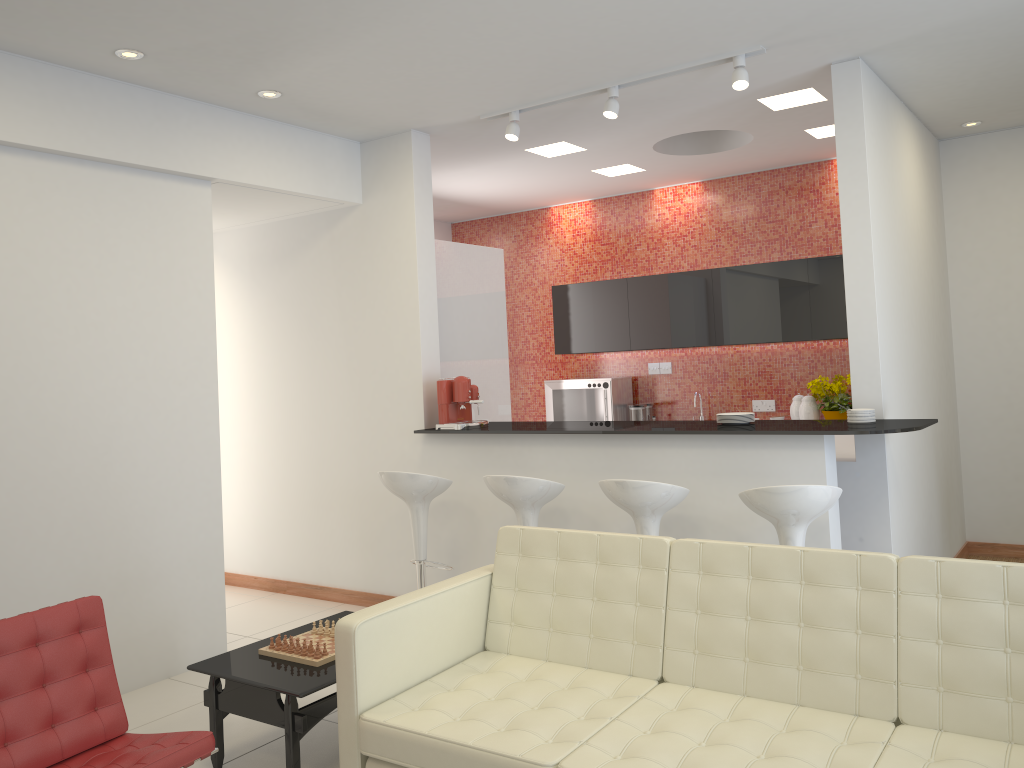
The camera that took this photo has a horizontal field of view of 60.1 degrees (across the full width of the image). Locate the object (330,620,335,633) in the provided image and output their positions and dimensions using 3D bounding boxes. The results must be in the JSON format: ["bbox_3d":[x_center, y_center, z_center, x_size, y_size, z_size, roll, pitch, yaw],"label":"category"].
[{"bbox_3d":[-0.799,1.085,3.961,0.030,0.055,0.030,-4,-2,42],"label":"object"}]

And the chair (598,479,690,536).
[{"bbox_3d":[0.696,0.966,4.468,0.465,1.023,0.456,-1,-2,-44],"label":"chair"}]

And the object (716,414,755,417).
[{"bbox_3d":[1.257,0.181,4.977,0.210,0.015,0.210,-3,1,-11],"label":"object"}]

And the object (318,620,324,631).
[{"bbox_3d":[-0.864,1.093,4.006,0.030,0.044,0.030,-4,-2,42],"label":"object"}]

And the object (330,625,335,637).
[{"bbox_3d":[-0.789,1.088,3.905,0.030,0.050,0.030,-4,-2,42],"label":"object"}]

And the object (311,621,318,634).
[{"bbox_3d":[-0.887,1.091,3.973,0.030,0.050,0.030,-4,-2,42],"label":"object"}]

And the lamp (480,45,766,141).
[{"bbox_3d":[0.565,-1.637,5.136,1.819,0.200,0.112,-2,-1,35],"label":"lamp"}]

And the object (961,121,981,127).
[{"bbox_3d":[3.341,-1.889,6.438,0.129,0.010,0.129,-3,1,-10],"label":"object"}]

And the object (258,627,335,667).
[{"bbox_3d":[-0.828,1.126,3.810,0.359,0.021,0.360,-2,1,35],"label":"object"}]

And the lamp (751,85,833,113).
[{"bbox_3d":[1.780,-1.820,5.619,0.408,0.034,0.409,-2,1,35],"label":"lamp"}]

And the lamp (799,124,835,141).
[{"bbox_3d":[2.347,-1.862,6.438,0.408,0.034,0.409,-2,1,35],"label":"lamp"}]

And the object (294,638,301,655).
[{"bbox_3d":[-0.893,1.090,3.685,0.030,0.064,0.030,-4,-2,42],"label":"object"}]

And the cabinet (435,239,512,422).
[{"bbox_3d":[-0.978,0.249,6.934,1.634,2.529,1.057,-4,-2,35],"label":"cabinet"}]

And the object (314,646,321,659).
[{"bbox_3d":[-0.794,1.096,3.617,0.030,0.044,0.030,-4,-2,42],"label":"object"}]

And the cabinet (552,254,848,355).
[{"bbox_3d":[1.823,-0.665,7.700,3.237,0.661,0.352,-2,-1,35],"label":"cabinet"}]

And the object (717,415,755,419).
[{"bbox_3d":[1.257,0.188,4.977,0.210,0.015,0.210,-3,1,-11],"label":"object"}]

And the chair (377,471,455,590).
[{"bbox_3d":[-0.555,1.010,5.335,0.465,1.023,0.456,-1,-2,-44],"label":"chair"}]

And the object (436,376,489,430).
[{"bbox_3d":[-0.274,0.114,5.683,0.320,0.337,0.321,-3,-1,35],"label":"object"}]

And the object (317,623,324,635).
[{"bbox_3d":[-0.854,1.090,3.950,0.030,0.050,0.030,-4,-2,42],"label":"object"}]

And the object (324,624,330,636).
[{"bbox_3d":[-0.822,1.089,3.928,0.030,0.050,0.030,-4,-2,42],"label":"object"}]

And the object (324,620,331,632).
[{"bbox_3d":[-0.832,1.087,3.983,0.030,0.052,0.030,-4,-2,27],"label":"object"}]

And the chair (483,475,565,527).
[{"bbox_3d":[0.096,0.987,4.884,0.465,1.023,0.456,-1,-2,-44],"label":"chair"}]

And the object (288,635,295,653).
[{"bbox_3d":[-0.926,1.088,3.708,0.030,0.069,0.030,-4,-2,42],"label":"object"}]

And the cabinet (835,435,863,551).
[{"bbox_3d":[1.254,0.914,6.791,3.329,0.986,2.496,-2,1,35],"label":"cabinet"}]

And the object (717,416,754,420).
[{"bbox_3d":[1.257,0.195,4.977,0.210,0.015,0.210,-3,1,-11],"label":"object"}]

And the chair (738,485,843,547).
[{"bbox_3d":[1.299,0.944,4.054,0.456,1.023,0.464,-3,-2,21],"label":"chair"}]

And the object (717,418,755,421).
[{"bbox_3d":[1.258,0.202,4.977,0.210,0.015,0.210,-3,1,-11],"label":"object"}]

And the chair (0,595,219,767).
[{"bbox_3d":[-1.472,1.198,2.868,0.705,0.818,0.700,-3,-1,30],"label":"chair"}]

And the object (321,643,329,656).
[{"bbox_3d":[-0.772,1.092,3.650,0.030,0.050,0.030,-4,-2,42],"label":"object"}]

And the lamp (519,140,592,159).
[{"bbox_3d":[0.329,-1.768,6.624,0.408,0.034,0.409,-2,1,35],"label":"lamp"}]

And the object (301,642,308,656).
[{"bbox_3d":[-0.860,1.093,3.662,0.030,0.055,0.030,-4,-2,42],"label":"object"}]

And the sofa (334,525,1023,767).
[{"bbox_3d":[0.715,1.037,2.720,2.560,0.924,1.001,-2,0,35],"label":"sofa"}]

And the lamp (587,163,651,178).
[{"bbox_3d":[0.897,-1.810,7.443,0.408,0.034,0.409,-2,1,35],"label":"lamp"}]

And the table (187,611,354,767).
[{"bbox_3d":[-0.793,1.345,3.827,0.699,0.423,0.917,-3,0,35],"label":"table"}]
